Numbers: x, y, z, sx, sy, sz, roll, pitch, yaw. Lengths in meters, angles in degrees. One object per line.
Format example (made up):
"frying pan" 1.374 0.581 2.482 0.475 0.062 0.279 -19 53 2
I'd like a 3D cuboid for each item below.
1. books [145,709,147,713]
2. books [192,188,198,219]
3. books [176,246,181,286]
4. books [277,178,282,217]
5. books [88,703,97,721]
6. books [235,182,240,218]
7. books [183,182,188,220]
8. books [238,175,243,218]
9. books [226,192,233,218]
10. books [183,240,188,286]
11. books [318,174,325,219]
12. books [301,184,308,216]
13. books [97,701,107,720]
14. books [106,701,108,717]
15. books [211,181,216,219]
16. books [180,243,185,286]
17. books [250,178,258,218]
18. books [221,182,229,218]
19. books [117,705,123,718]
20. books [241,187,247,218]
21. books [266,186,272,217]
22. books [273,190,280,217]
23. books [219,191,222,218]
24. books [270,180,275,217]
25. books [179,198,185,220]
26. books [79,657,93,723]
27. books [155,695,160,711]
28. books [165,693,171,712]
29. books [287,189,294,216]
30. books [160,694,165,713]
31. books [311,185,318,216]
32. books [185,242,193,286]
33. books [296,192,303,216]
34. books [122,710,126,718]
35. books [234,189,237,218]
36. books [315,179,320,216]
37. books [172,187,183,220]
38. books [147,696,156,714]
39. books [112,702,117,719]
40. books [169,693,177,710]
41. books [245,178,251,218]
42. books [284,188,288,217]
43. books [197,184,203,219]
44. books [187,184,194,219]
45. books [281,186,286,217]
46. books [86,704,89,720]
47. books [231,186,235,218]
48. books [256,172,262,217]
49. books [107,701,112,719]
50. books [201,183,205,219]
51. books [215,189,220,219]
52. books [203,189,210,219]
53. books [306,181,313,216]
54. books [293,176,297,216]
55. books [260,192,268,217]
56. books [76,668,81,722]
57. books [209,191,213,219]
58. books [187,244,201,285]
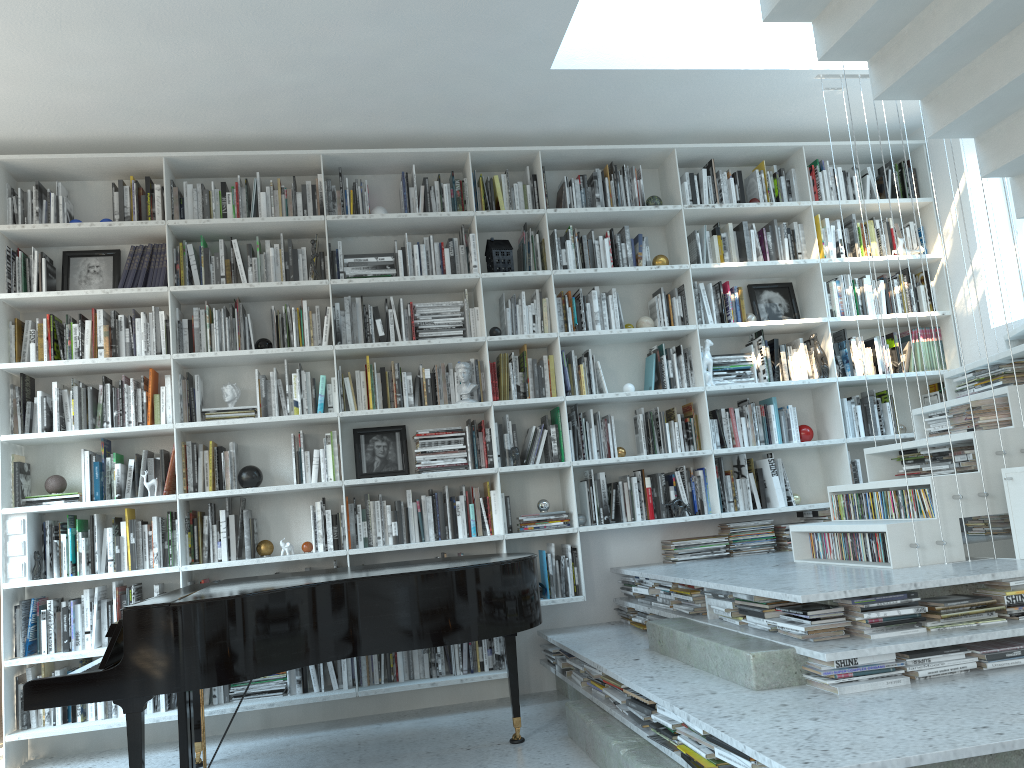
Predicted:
"books" -1.886 1.578 4.597 0.022 0.224 0.141 -4 -8 -11
"books" -1.771 -0.964 5.002 0.023 0.219 0.181 -4 -8 -11
"books" -1.840 -0.615 4.926 0.023 0.256 0.175 -4 -8 -11
"books" -1.322 -1.018 5.081 0.014 0.266 0.192 -4 -8 -11
"books" -2.128 1.603 4.536 0.030 0.201 0.168 -4 -8 -11
"books" -1.549 -0.995 5.044 0.013 0.251 0.183 -4 -8 -11
"books" -1.830 -0.986 5.019 0.021 0.278 0.141 -4 -8 -11
"books" -1.540 -1.018 5.052 0.010 0.298 0.151 -4 -8 -11
"books" -1.594 -0.965 5.043 0.030 0.201 0.152 -4 -8 -11
"books" -1.818 -0.637 4.970 0.014 0.308 0.130 -4 -8 -11
"books" -1.099 -1.043 5.128 0.026 0.288 0.176 -4 -8 -11
"books" -1.191 -1.010 5.117 0.026 0.236 0.149 -4 -8 -11
"books" -2.089 1.569 4.553 0.031 0.266 0.187 -4 -8 -11
"books" -2.072 1.552 4.578 0.014 0.304 0.139 -4 -8 -11
"books" -1.679 -0.992 5.024 0.010 0.264 0.160 -4 -8 -11
"books" -1.826 -0.627 4.945 0.013 0.283 0.159 -4 -8 -11
"books" -1.467 -1.011 5.058 0.052 0.272 0.173 -4 -8 -11
"books" -1.627 -0.995 5.050 0.028 0.267 0.151 -4 -8 -11
"books" -1.998 1.593 4.564 0.028 0.206 0.171 -4 -8 -11
"books" -1.520 -0.987 5.063 0.029 0.235 0.130 -4 -8 -11
"books" -1.386 -0.996 5.085 0.026 0.235 0.134 -4 -8 -11
"books" -1.346 -0.986 5.100 0.029 0.213 0.142 -4 -8 -11
"books" -1.645 -0.968 5.044 0.012 0.215 0.150 -4 -8 -11
"books" -1.368 -1.014 5.091 0.014 0.268 0.156 -4 -8 -11
"books" -1.846 -0.939 4.999 0.024 0.182 0.133 -4 -8 -11
"books" -2.177 1.558 4.539 0.013 0.300 0.184 -4 -8 -11
"books" -1.835 1.558 4.630 0.040 0.263 0.137 -4 -8 -11
"books" -1.785 1.530 4.610 0.012 0.303 0.165 -4 -8 -11
"books" -1.264 -0.990 5.078 0.026 0.200 0.187 -4 -8 -11
"books" -1.801 1.536 4.609 0.021 0.295 0.188 -4 -8 -11
"books" -1.134 -1.010 5.114 0.026 0.225 0.172 -4 -8 -11
"books" -1.801 -0.631 4.948 0.010 0.287 0.148 -4 -8 -11
"books" -1.215 -0.984 5.098 0.031 0.184 0.177 -4 -8 -11
"books" -1.966 1.599 4.562 0.031 0.187 0.190 -4 -8 -11
"books" -1.559 -0.976 5.039 0.011 0.215 0.160 -4 -8 -11
"books" -1.118 -1.031 5.128 0.014 0.266 0.172 -4 -8 -11
"books" -1.872 -0.966 4.983 0.029 0.237 0.156 -4 -8 -11
"books" -1.863 1.560 4.601 0.027 0.255 0.179 -4 -8 -11
"books" -2.023 1.589 4.561 0.021 0.217 0.191 -4 -8 -11
"books" -1.749 1.555 4.636 0.065 0.255 0.156 -4 -8 -11
"books" -1.499 -1.010 5.055 0.013 0.276 0.164 -4 -8 -11
"books" -1.284 -0.992 5.078 0.013 0.206 0.178 -4 -8 -11
"books" -1.750 -0.981 5.011 0.023 0.251 0.171 -4 -8 -11
"books" -1.800 -0.979 5.003 0.031 0.254 0.145 -4 -8 -11
"books" -1.304 -1.000 5.088 0.021 0.228 0.161 -4 -8 -11
"books" -2.161 1.587 4.559 0.022 0.246 0.135 -4 -8 -11
"books" -1.574 -0.984 5.045 0.013 0.234 0.155 -4 -8 -11
"books" -1.439 -1.032 5.080 0.014 0.315 0.166 -4 -8 -11
"books" -2.048 1.566 4.561 0.025 0.266 0.160 -4 -8 -11
"books" -1.732 -0.982 5.010 0.012 0.249 0.174 -4 -8 -11
"books" -1.665 -0.974 5.050 0.025 0.234 0.130 -4 -8 -11
"books" -1.707 -0.964 4.999 0.029 0.207 0.179 -4 -8 -11
"books" -1.167 -1.022 5.131 0.029 0.260 0.151 -4 -8 -11
"books" -1.242 -1.032 5.107 0.013 0.285 0.160 -4 -8 -11
"books" -1.410 -0.973 5.068 0.031 0.190 0.182 -4 -8 -11
"books" -2.197 1.583 4.547 0.027 0.256 0.160 -4 -8 -11
"books" -1.688 -0.964 5.016 0.014 0.207 0.167 -4 -8 -11
"books" -1.764 -0.626 4.961 0.067 0.274 0.168 -4 -8 -11
